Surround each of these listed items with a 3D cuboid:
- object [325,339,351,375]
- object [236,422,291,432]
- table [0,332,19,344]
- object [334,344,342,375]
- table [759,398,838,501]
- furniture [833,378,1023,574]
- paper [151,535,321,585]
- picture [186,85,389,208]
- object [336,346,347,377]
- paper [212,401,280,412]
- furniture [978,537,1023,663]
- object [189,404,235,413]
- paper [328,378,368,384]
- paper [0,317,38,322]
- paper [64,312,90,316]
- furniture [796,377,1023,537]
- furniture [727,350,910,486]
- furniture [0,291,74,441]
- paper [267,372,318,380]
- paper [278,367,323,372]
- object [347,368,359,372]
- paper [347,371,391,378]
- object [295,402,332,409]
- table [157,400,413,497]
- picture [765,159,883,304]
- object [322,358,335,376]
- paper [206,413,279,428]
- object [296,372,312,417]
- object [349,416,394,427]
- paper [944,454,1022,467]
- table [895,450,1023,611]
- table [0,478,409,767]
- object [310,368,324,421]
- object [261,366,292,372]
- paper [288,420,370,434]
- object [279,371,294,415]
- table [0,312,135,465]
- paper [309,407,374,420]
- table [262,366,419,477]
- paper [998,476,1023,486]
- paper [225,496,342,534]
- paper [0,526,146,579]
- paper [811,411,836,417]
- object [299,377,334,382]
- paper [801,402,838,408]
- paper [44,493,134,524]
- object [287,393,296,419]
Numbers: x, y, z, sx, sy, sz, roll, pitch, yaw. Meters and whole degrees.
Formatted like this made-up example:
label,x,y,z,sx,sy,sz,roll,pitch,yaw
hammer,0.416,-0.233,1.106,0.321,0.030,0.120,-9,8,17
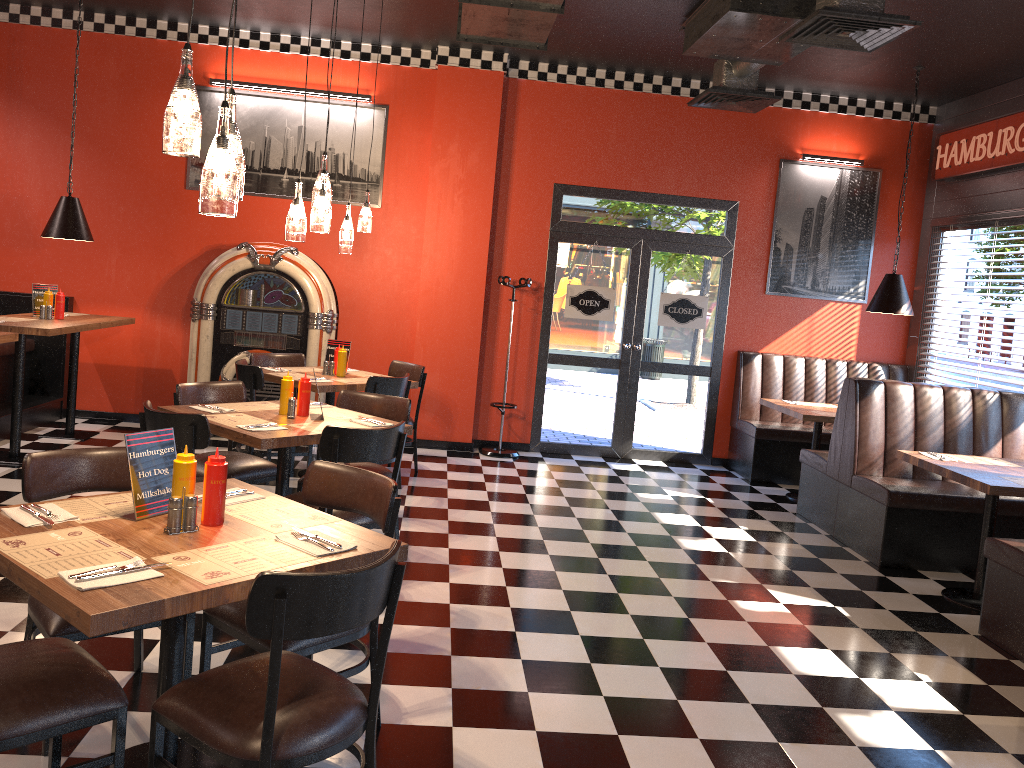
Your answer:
label,x,y,z,sx,sy,sz,roll,pitch,yaw
object,-1.366,-0.213,6.920,0.188,0.256,0.072,6,4,5
object,-1.216,0.207,4.375,0.158,0.019,0.255,11,9,42
table,-3.450,0.245,4.776,0.695,0.996,1.699,5,6,-5
object,-1.337,-0.190,6.820,0.068,0.237,0.068,5,4,-8
table,3.059,0.634,7.544,1.691,0.771,0.960,5,5,-5
furniture,3.203,0.630,5.994,1.708,1.151,0.708,5,5,-5
paper,-0.750,0.477,2.427,0.262,0.001,0.365,10,8,38
picture,-2.055,-2.171,8.132,1.769,0.937,0.023,5,4,-5
object,-1.293,-0.177,6.738,0.068,0.237,0.068,5,4,-8
paper,-1.453,0.126,4.981,0.262,0.001,0.365,10,8,39
furniture,3.333,0.830,4.321,1.708,1.151,0.708,5,5,-5
object,-1.593,0.131,4.748,0.256,0.019,0.157,9,8,33
paper,-1.149,-0.024,6.559,0.262,0.001,0.365,10,8,39
paper,-3.703,-0.477,6.518,0.261,0.001,0.367,5,6,-2
paper,-3.779,-0.594,7.493,0.261,0.001,0.367,5,6,-2
furniture,3.149,0.546,6.696,1.708,1.151,0.708,5,5,-5
furniture,3.019,0.346,8.369,1.708,1.151,0.708,5,5,-5
furniture,-4.260,0.214,3.732,1.103,1.145,8.793,5,6,-5
paper,-1.592,-0.058,6.506,0.366,0.001,0.261,10,8,39
paper,-1.639,-0.114,6.966,0.262,0.001,0.365,11,9,42
object,-1.368,-0.118,7.144,0.158,0.019,0.255,9,8,34
paper,-1.166,-0.078,7.023,0.366,0.001,0.261,10,8,39
object,-1.184,0.121,5.161,0.158,0.019,0.255,10,8,40
table,-1.244,0.556,4.785,0.963,0.771,0.957,10,7,40
picture,3.021,-1.472,8.583,1.023,1.297,0.016,5,4,-5
object,-1.393,-0.134,6.748,0.093,0.135,0.047,5,4,-5
paper,-1.394,0.184,4.508,0.367,0.001,0.261,11,9,41
object,-1.128,0.055,4.812,0.068,0.237,0.068,5,4,0
object,-0.772,0.200,4.794,0.256,0.019,0.157,11,9,43
paper,2.875,0.467,5.412,0.365,0.001,0.262,5,6,-3
table,3.245,0.919,5.158,1.691,0.771,0.960,5,5,-5
table,-1.021,0.815,2.661,0.963,0.771,0.957,10,7,40
object,-1.048,0.054,4.796,0.072,0.256,0.189,4,5,-15
object,-1.788,-0.114,6.774,0.256,0.019,0.157,11,9,42
paper,-0.935,0.220,4.563,0.262,0.001,0.365,10,8,39
object,-1.221,0.047,4.806,0.068,0.237,0.068,5,4,0
table,-3.616,-0.009,6.905,0.695,0.996,1.699,5,6,-5
paper,-0.990,0.165,5.006,0.366,0.001,0.261,10,8,38
table,-1.427,0.314,6.798,0.963,0.771,0.957,10,7,40
paper,2.865,0.539,4.767,0.365,0.001,0.262,5,6,-3
paper,-0.776,0.422,2.891,0.366,0.001,0.261,10,8,38
paper,-1.192,0.444,2.366,0.366,0.001,0.261,10,8,38
paper,2.629,0.250,7.153,0.365,0.001,0.262,4,6,-8
object,-1.390,-0.033,6.366,0.158,0.019,0.255,11,9,43
paper,2.683,0.183,7.788,0.365,0.001,0.262,5,6,-5
paper,-1.248,0.387,2.825,0.262,0.001,0.365,11,8,41
object,-1.175,0.113,4.725,0.046,0.135,0.094,4,5,-15
